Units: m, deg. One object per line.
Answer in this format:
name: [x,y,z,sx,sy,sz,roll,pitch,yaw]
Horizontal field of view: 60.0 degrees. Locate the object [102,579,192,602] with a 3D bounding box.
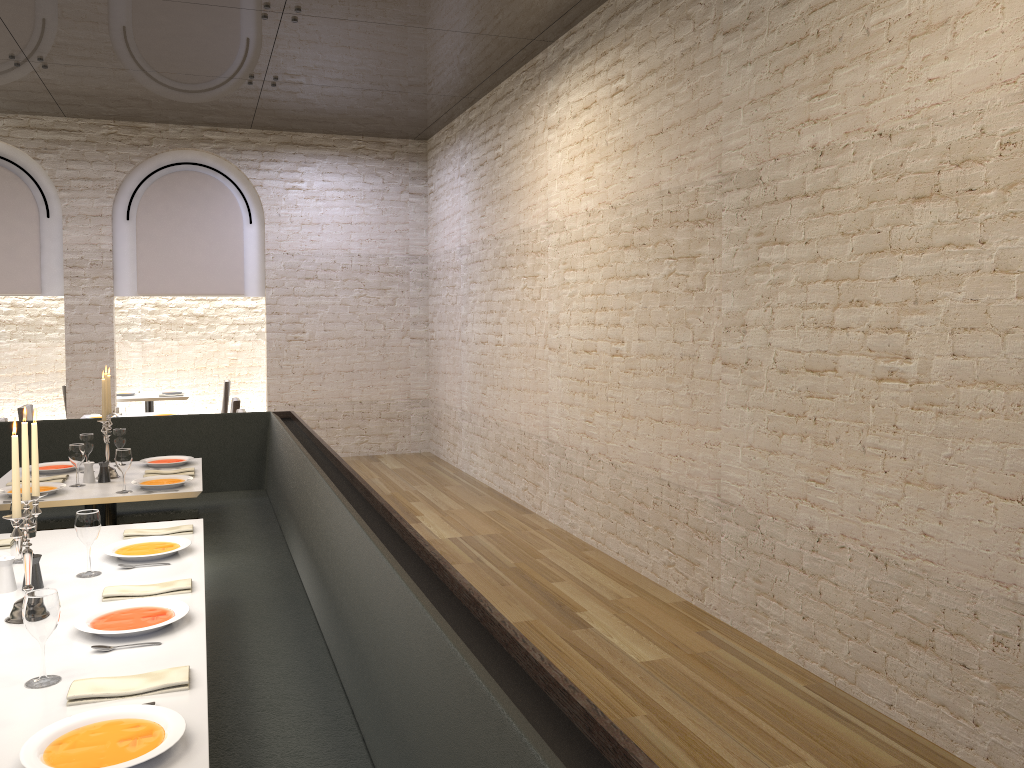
object: [-1.226,0.691,2.990,0.273,0.033,0.143,-2,4,-19]

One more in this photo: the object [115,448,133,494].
object: [-2.056,0.459,4.692,0.086,0.230,0.086,0,2,16]

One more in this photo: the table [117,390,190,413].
table: [-4.396,0.506,10.740,0.936,0.759,1.012,-1,4,-19]

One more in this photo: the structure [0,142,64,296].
structure: [-5.687,-1.778,9.457,1.634,1.672,0.098,-1,2,-19]

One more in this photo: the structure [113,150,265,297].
structure: [-3.689,-1.841,10.163,1.634,1.672,0.098,-1,2,-19]

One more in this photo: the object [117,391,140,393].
object: [-4.751,0.103,10.963,0.273,0.033,0.143,-2,4,-19]

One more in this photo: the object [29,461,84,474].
object: [-2.766,0.511,5.357,0.322,0.036,0.322,-2,5,-24]

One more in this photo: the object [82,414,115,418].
object: [-3.742,0.310,8.071,0.321,0.036,0.322,2,5,27]

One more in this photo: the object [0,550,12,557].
object: [-2.020,0.667,3.249,0.322,0.036,0.322,-2,5,-24]

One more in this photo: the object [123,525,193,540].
object: [-1.513,0.631,3.800,0.273,0.033,0.143,-2,4,-19]

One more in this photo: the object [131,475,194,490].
object: [-1.918,0.545,4.863,0.322,0.036,0.322,-4,6,-43]

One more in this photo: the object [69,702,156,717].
object: [-0.932,0.762,2.070,0.185,0.010,0.017,-2,4,-19]

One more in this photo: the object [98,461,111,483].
object: [-2.299,0.494,4.994,0.069,0.126,0.069,1,3,22]

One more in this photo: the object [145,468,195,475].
object: [-2.037,0.521,5.279,0.273,0.033,0.143,-2,4,-19]

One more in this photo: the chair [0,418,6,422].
chair: [-3.726,0.721,6.912,0.566,0.904,0.412,-1,3,-19]

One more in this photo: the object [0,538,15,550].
object: [-2.162,0.651,3.570,0.273,0.033,0.143,-2,4,-19]

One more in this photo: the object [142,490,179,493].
object: [-1.861,0.565,4.691,0.181,0.015,0.038,-2,4,-18]

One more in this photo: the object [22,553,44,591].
object: [-1.636,0.640,3.024,0.069,0.126,0.069,-1,3,-26]

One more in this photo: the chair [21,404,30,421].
chair: [-4.104,0.642,7.982,0.566,0.904,0.412,-1,3,-19]

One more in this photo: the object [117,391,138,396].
object: [-4.654,0.120,10.635,0.322,0.036,0.322,1,4,16]

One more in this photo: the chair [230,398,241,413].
chair: [-2.868,0.603,8.419,0.566,0.904,0.412,-1,3,-19]

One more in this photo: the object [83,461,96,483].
object: [-2.383,0.495,4.990,0.069,0.126,0.069,1,3,22]

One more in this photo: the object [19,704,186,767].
object: [-0.861,0.766,1.878,0.322,0.036,0.322,-4,6,-43]

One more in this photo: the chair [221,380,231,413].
chair: [-3.765,0.415,10.955,0.566,0.904,0.412,-1,3,-19]

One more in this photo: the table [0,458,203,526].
table: [-2.365,0.923,5.112,1.101,0.759,1.190,-2,4,-19]

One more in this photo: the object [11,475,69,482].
object: [-2.688,0.541,5.056,0.273,0.033,0.143,-2,4,-19]

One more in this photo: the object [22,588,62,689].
object: [-1.188,0.641,2.241,0.086,0.230,0.086,1,2,23]

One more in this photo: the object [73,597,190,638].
object: [-1.137,0.708,2.657,0.321,0.036,0.322,0,4,0]

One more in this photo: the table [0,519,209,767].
table: [-1.512,1.102,2.703,1.101,0.758,2.543,-2,4,-19]

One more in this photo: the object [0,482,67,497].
object: [-2.517,0.563,4.654,0.322,0.036,0.322,-4,6,-43]

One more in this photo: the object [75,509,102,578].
object: [-1.521,0.571,3.181,0.086,0.230,0.086,-1,2,-8]

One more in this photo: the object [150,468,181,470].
object: [-2.110,0.513,5.396,0.181,0.015,0.038,-2,4,-18]

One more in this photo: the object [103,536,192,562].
object: [-1.421,0.649,3.459,0.322,0.036,0.322,-2,5,-24]

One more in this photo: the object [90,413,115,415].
object: [-3.839,0.293,8.399,0.273,0.033,0.143,-2,4,-19]

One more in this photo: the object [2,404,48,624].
object: [-1.492,0.392,2.724,0.131,0.656,0.391,-1,3,-9]

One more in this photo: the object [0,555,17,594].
object: [-1.715,0.643,3.000,0.069,0.126,0.069,-1,3,-26]

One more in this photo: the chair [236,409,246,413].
chair: [-2.489,0.682,7.349,0.566,0.904,0.412,-1,3,-19]

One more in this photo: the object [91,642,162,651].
object: [-1.075,0.730,2.472,0.181,0.015,0.038,-2,4,-18]

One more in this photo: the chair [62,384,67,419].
chair: [-5.002,0.454,10.518,0.566,0.904,0.412,-1,3,-19]

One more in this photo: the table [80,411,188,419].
table: [-3.484,0.697,8.175,0.936,0.759,1.012,-1,4,-19]

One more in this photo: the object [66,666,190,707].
object: [-0.951,0.748,2.214,0.273,0.033,0.143,-2,4,-19]

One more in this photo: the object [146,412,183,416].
object: [-3.235,0.294,8.248,0.321,0.036,0.322,2,5,27]

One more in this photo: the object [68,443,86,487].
object: [-2.394,0.447,4.878,0.086,0.230,0.086,0,2,16]

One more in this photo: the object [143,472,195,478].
object: [-1.985,0.532,5.134,0.273,0.033,0.143,-2,4,-19]

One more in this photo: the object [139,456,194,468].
object: [-2.167,0.493,5.566,0.322,0.036,0.322,2,5,29]

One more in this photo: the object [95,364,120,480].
object: [-2.337,0.215,5.112,0.131,0.656,0.391,-1,3,-9]

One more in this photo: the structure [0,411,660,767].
structure: [-0.969,1.091,1.222,2.372,0.999,10.766,-2,5,-19]

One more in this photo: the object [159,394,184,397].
object: [-4.028,0.136,10.473,0.273,0.033,0.143,-2,4,-19]

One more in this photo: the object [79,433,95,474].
object: [-2.545,0.415,5.306,0.086,0.230,0.086,0,2,16]

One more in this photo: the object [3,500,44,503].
object: [-2.456,0.588,4.457,0.185,0.010,0.017,-2,4,-19]

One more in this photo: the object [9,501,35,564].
object: [-1.859,0.559,3.367,0.086,0.230,0.086,-1,2,-8]

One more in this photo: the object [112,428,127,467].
object: [-2.450,0.397,5.538,0.086,0.230,0.086,2,3,41]

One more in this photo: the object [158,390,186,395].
object: [-4.147,0.104,10.812,0.322,0.036,0.322,1,4,16]

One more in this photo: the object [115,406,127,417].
object: [-3.066,0.293,6.949,0.086,0.230,0.086,0,2,10]

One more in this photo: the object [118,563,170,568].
object: [-1.362,0.670,3.281,0.181,0.015,0.038,-2,4,-18]

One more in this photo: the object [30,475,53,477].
object: [-2.714,0.534,5.187,0.185,0.010,0.017,-2,4,-19]

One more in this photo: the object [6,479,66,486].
object: [-2.636,0.551,4.910,0.273,0.033,0.143,-2,4,-19]
